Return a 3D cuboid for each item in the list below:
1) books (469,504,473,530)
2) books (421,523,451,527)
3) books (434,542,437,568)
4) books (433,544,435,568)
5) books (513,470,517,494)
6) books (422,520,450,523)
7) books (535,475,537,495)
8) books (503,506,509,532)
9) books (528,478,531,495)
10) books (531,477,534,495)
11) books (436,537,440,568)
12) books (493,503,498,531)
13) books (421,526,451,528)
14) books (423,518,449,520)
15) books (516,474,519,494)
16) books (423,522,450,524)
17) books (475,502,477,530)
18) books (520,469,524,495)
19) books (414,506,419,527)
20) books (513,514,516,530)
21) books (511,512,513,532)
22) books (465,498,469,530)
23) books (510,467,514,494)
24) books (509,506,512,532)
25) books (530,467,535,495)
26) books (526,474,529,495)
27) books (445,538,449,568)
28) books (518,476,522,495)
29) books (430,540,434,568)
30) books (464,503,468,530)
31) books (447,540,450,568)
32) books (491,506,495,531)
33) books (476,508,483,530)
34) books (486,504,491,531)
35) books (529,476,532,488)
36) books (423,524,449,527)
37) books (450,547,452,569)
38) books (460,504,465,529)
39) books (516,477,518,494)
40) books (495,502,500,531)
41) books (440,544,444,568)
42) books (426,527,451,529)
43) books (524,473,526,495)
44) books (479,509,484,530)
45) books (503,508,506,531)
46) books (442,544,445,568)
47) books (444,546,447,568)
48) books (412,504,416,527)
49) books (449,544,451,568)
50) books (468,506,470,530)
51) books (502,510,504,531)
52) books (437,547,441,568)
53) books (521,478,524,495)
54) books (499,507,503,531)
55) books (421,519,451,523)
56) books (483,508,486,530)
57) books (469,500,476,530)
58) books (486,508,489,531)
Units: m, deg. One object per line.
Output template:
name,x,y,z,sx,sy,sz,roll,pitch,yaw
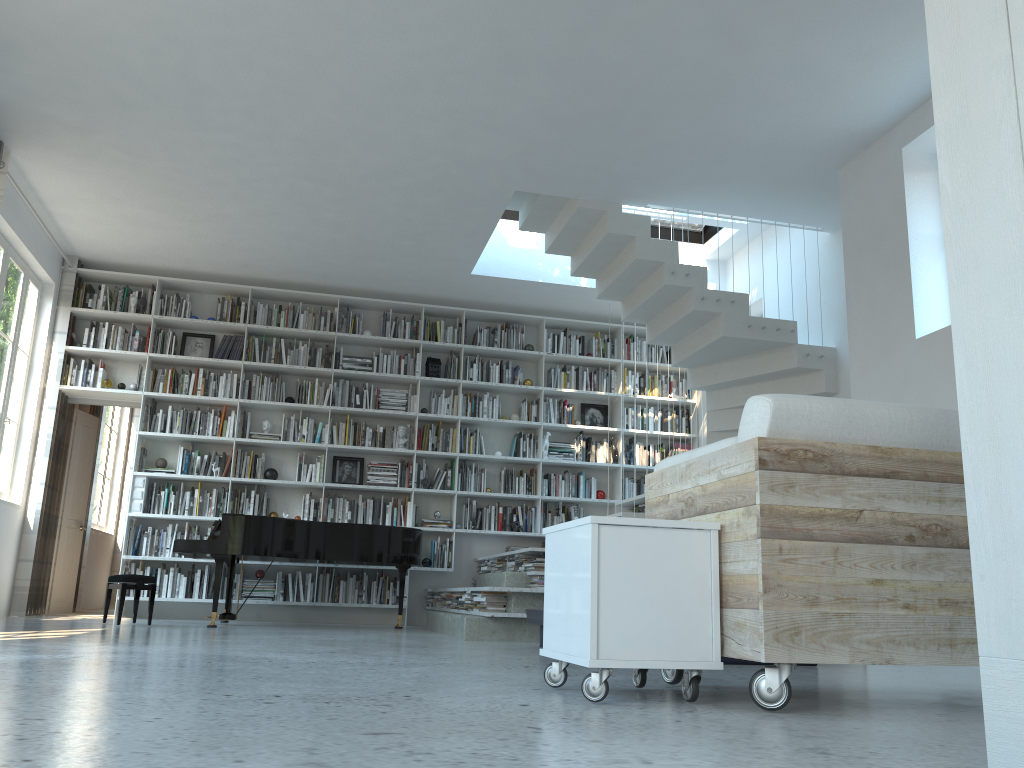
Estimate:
books,-0.419,1.320,8.729,0.023,0.255,0.178,5,-14,-12
books,-0.738,1.367,8.601,0.285,0.012,0.160,4,-14,-9
books,-0.744,1.640,8.491,0.014,0.245,0.176,5,-14,-12
books,-0.762,1.651,8.503,0.012,0.228,0.129,5,-14,-12
books,0.013,1.003,8.904,0.018,0.250,0.184,5,-14,-12
books,-0.736,1.342,8.601,0.254,0.012,0.161,5,-14,-12
books,0.228,1.042,8.976,0.009,0.223,0.146,5,-14,-12
books,-0.061,1.351,8.820,0.026,0.262,0.174,5,-14,-12
books,0.163,1.049,8.923,0.016,0.180,0.189,5,-14,-12
books,0.189,1.044,8.950,0.013,0.203,0.159,5,-14,-12
books,-0.725,1.620,8.520,0.032,0.299,0.149,5,-13,-12
books,-0.168,1.334,8.813,0.012,0.284,0.160,5,-14,-12
books,-0.739,1.391,8.601,0.285,0.012,0.160,4,-14,-8
books,-0.735,1.319,8.608,0.254,0.012,0.161,3,-14,-4
books,0.042,1.016,8.939,0.030,0.243,0.136,5,-14,-12
books,-0.738,1.356,8.608,0.254,0.012,0.161,4,-14,-8
books,-0.375,1.316,8.749,0.010,0.276,0.174,5,-14,-12
books,0.097,1.001,8.934,0.006,0.273,0.173,5,-14,-12
books,-0.939,1.304,8.637,0.030,0.210,0.137,5,-14,-12
books,0.008,1.397,8.829,0.025,0.180,0.169,5,-14,-12
books,-0.015,1.382,8.833,0.022,0.210,0.136,5,-14,-12
books,-0.448,1.288,8.728,0.010,0.315,0.187,5,-14,-12
books,-0.005,0.991,8.929,0.007,0.284,0.160,5,-14,-12
books,-0.038,1.354,8.832,0.026,0.262,0.170,5,-14,-12
books,0.202,0.999,8.955,0.007,0.294,0.162,5,-14,-12
books,0.140,1.028,8.950,0.021,0.231,0.155,5,-14,-12
books,-0.635,1.630,8.519,0.021,0.284,0.173,5,-14,-12
books,0.068,1.037,8.919,0.015,0.194,0.176,5,-14,-12
books,-0.768,1.631,8.497,0.005,0.263,0.162,5,-14,-12
books,-0.465,1.313,8.717,0.023,0.261,0.187,5,-14,-12
books,-0.622,1.644,8.542,0.015,0.270,0.158,5,-14,-12
books,-0.207,1.342,8.783,0.025,0.252,0.182,5,-14,-12
books,-0.340,1.342,8.757,0.065,0.231,0.162,5,-14,-12
books,-0.240,1.334,8.788,0.014,0.267,0.172,5,-14,-12
books,0.173,1.045,8.956,0.016,0.204,0.142,5,-14,-12
books,-0.738,1.379,8.601,0.254,0.012,0.161,3,-14,-7
books,-0.597,1.677,8.539,0.012,0.205,0.161,5,-14,-12
books,-0.487,1.320,8.732,0.012,0.253,0.161,5,-14,-12
books,0.030,1.038,8.899,0.018,0.182,0.182,5,-14,-12
books,-0.151,1.326,8.796,0.012,0.292,0.175,5,-14,-12
books,-0.679,1.654,8.496,0.026,0.224,0.175,5,-14,-12
books,-0.739,1.402,8.593,0.285,0.012,0.160,4,-14,-9
books,0.109,1.024,8.930,0.018,0.229,0.182,5,-14,-12
books,-0.303,1.353,8.765,0.011,0.216,0.176,5,-14,-12
books,-0.088,1.362,8.828,0.021,0.242,0.131,5,-14,-12
books,-0.665,1.659,8.516,0.012,0.225,0.149,5,-14,-12
books,-0.650,1.663,8.501,0.011,0.211,0.179,5,-14,-12
books,-0.966,1.292,8.630,0.027,0.228,0.141,5,-14,-12
books,-0.606,1.660,8.527,0.013,0.232,0.149,5,-14,-12
books,-0.443,1.332,8.746,0.015,0.240,0.153,5,-14,-12
books,-0.108,1.361,8.817,0.025,0.237,0.157,5,-14,-12
books,-0.704,1.669,8.513,0.013,0.202,0.139,5,-14,-12
books,0.085,1.044,8.917,0.019,0.182,0.191,5,-14,-12
books,-0.132,1.353,8.798,0.031,0.243,0.185,5,-14,-12
books,-0.737,1.332,8.612,0.285,0.012,0.160,4,-14,-9
books,-0.286,1.348,8.781,0.029,0.234,0.142,5,-14,-12
books,-0.392,1.304,8.738,0.030,0.293,0.189,5,-14,-12
books,-0.260,1.353,8.782,0.024,0.227,0.160,5,-14,-12
